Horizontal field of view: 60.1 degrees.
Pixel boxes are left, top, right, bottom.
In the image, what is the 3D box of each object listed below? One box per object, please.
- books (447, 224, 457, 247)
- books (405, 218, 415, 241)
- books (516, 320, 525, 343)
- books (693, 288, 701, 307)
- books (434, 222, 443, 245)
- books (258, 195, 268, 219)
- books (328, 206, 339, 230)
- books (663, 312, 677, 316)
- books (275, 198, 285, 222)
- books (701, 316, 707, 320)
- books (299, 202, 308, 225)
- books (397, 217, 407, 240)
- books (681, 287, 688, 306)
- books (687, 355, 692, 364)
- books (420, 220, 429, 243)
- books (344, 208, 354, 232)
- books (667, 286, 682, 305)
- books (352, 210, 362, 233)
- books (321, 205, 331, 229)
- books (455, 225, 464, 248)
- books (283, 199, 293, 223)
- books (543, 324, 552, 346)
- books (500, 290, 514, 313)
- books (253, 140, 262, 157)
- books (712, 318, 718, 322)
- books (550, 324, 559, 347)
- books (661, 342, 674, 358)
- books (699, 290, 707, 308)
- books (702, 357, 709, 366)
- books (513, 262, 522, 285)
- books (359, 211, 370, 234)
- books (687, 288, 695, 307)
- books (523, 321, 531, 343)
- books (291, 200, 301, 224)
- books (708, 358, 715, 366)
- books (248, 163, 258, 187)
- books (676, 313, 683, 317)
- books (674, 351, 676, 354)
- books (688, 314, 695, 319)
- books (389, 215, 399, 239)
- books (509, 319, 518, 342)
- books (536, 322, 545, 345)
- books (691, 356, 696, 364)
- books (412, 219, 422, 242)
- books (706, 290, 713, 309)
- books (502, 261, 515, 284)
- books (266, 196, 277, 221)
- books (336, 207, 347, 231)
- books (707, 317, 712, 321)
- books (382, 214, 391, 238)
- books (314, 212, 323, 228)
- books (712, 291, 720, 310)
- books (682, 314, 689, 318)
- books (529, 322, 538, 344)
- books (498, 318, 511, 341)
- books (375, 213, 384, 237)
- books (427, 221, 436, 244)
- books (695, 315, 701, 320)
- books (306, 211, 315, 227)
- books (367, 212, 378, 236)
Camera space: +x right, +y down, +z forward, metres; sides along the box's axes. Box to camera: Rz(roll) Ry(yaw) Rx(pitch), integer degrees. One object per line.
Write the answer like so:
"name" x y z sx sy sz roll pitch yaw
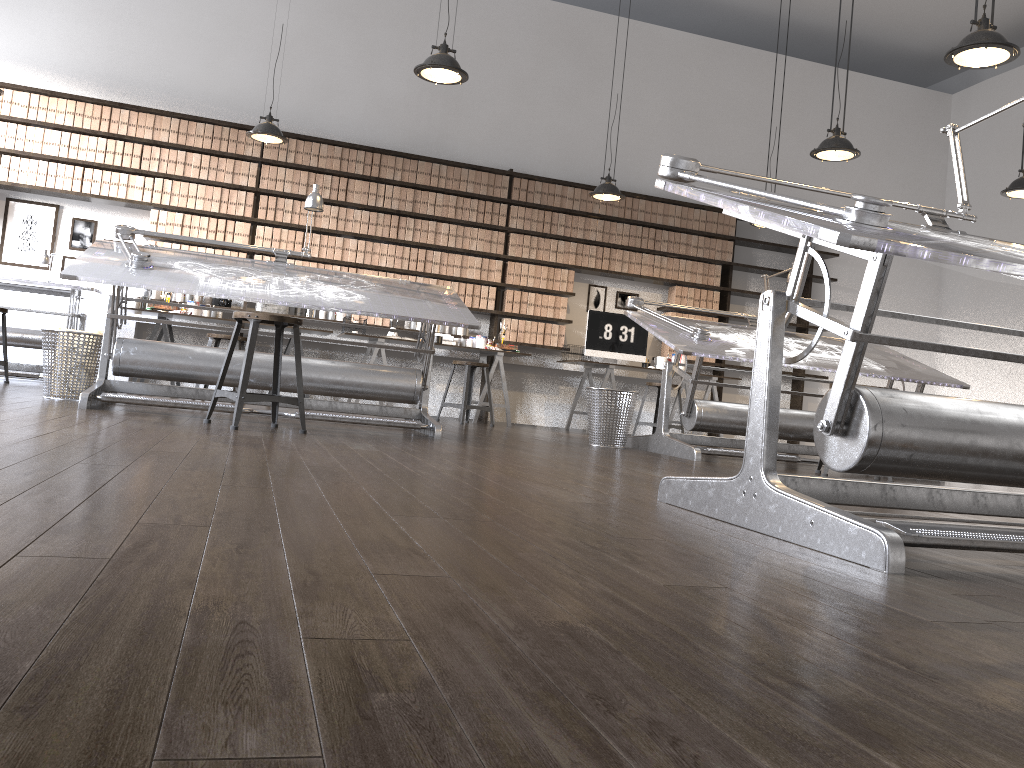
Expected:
"books" -0.589 -1.405 8.498 0.067 0.226 0.174 7 -3 -16
"books" -0.982 -1.447 8.385 0.066 0.226 0.174 7 -3 -16
"books" 0.064 -0.507 8.657 0.067 0.226 0.174 7 -3 -16
"books" 1.883 -0.872 9.216 0.066 0.226 0.174 7 -3 -17
"books" -0.719 -1.419 8.464 0.066 0.226 0.174 7 -3 -17
"books" -2.256 -1.581 8.017 0.066 0.226 0.174 7 -3 -17
"books" -1.652 -1.517 8.188 0.067 0.226 0.174 7 -3 -17
"books" 1.618 -0.623 9.122 0.067 0.226 0.174 7 -3 -16
"books" -2.114 -1.566 8.059 0.066 0.226 0.174 7 -3 -17
"books" 1.951 -0.588 9.218 0.067 0.226 0.174 7 -3 -17
"books" -1.911 -1.544 8.117 0.066 0.226 0.174 7 -3 -16
"books" -1.051 -1.454 8.369 0.066 0.226 0.174 7 -3 -16
"books" 1.747 -0.886 9.176 0.066 0.226 0.174 7 -3 -16
"books" 1.792 -0.325 9.165 0.066 0.226 0.174 7 -3 -16
"books" -0.848 -1.432 8.428 0.066 0.226 0.174 7 -3 -17
"books" -1.520 -1.503 8.233 0.066 0.226 0.174 7 -3 -16
"books" 1.680 -0.893 9.156 0.066 0.226 0.174 7 -3 -16
"books" -1.453 -1.496 8.248 0.066 0.226 0.174 7 -3 -17
"books" -1.722 -1.524 8.170 0.066 0.226 0.174 7 -3 -16
"books" -0.523 -1.398 8.522 0.066 0.226 0.174 7 -3 -17
"books" -2.045 -1.559 8.074 0.066 0.226 0.174 7 -3 -17
"books" 0.328 -0.480 8.741 0.066 0.226 0.174 7 -3 -16
"books" -0.049 -0.798 8.641 0.066 0.226 0.174 7 -3 -17
"books" -2.303 -2.142 8.017 0.066 0.226 0.174 7 -3 -16
"books" 2.076 -0.574 9.261 0.066 0.226 0.174 7 -3 -16
"books" 0.397 -0.472 8.756 0.066 0.226 0.174 7 -3 -16
"books" 1.604 -0.345 9.113 0.066 0.226 0.174 7 -3 -16
"books" 1.956 -0.864 9.231 0.067 0.226 0.174 7 -3 -16
"books" 1.988 -0.305 9.226 0.066 0.226 0.174 7 -3 -16
"books" 0.029 -1.067 8.673 0.066 0.226 0.174 7 -3 -17
"books" -1.383 -1.489 8.265 0.066 0.226 0.174 7 -3 -17
"books" 1.816 -0.879 9.192 0.066 0.226 0.174 7 -3 -17
"books" 0.124 -0.501 8.679 0.066 0.226 0.174 7 -3 -17
"books" -1.978 -1.552 8.098 0.066 0.226 0.174 7 -3 -16
"books" 2.052 -0.298 9.238 0.067 0.226 0.174 7 -3 -16
"books" -2.338 -1.866 7.998 0.067 0.226 0.174 7 -3 -17
"books" 1.684 -0.616 9.146 0.066 0.226 0.174 7 -3 -17
"books" 1.670 -0.338 9.126 0.067 0.226 0.174 7 -3 -17
"books" 1.817 -0.602 9.183 0.066 0.226 0.174 7 -3 -16
"books" -1.121 -1.461 8.343 0.067 0.226 0.174 7 -3 -17
"books" -0.004 -0.515 8.637 0.066 0.226 0.174 7 -3 -17
"books" 0.258 -0.487 8.714 0.067 0.226 0.174 7 -3 -17
"books" 1.856 -0.319 9.182 0.067 0.226 0.174 7 -3 -17
"books" -0.915 -1.439 8.408 0.066 0.226 0.174 7 -3 -17
"books" 2.025 -0.857 9.257 0.066 0.226 0.174 7 -3 -17
"books" -0.038 -1.074 8.655 0.066 0.226 0.174 7 -3 -17
"books" -2.184 -1.573 8.032 0.067 0.226 0.174 7 -3 -16
"books" -1.586 -1.510 8.211 0.066 0.226 0.174 7 -3 -16
"books" 2.010 -0.582 9.240 0.066 0.226 0.174 7 -3 -16
"books" -1.193 -1.469 8.328 0.066 0.226 0.174 7 -3 -16
"books" -1.782 -1.531 8.154 0.066 0.226 0.174 7 -3 -16
"books" 2.098 -0.849 9.276 0.066 0.226 0.174 7 -3 -16
"books" 1.750 -0.609 9.167 0.066 0.226 0.174 7 -3 -17
"books" 0.185 -0.495 8.699 0.066 0.226 0.174 7 -3 -16
"books" -0.074 -0.522 8.620 0.066 0.226 0.174 7 -3 -17
"books" -1.255 -1.475 8.307 0.066 0.226 0.174 7 -3 -17
"books" -0.782 -1.425 8.441 0.067 0.226 0.174 7 -3 -16
"books" 1.887 -0.594 9.200 0.066 0.226 0.174 7 -3 -16
"books" -1.845 -1.537 8.131 0.067 0.226 0.174 7 -3 -17
"books" -1.314 -1.482 8.285 0.067 0.226 0.174 7 -3 -16
